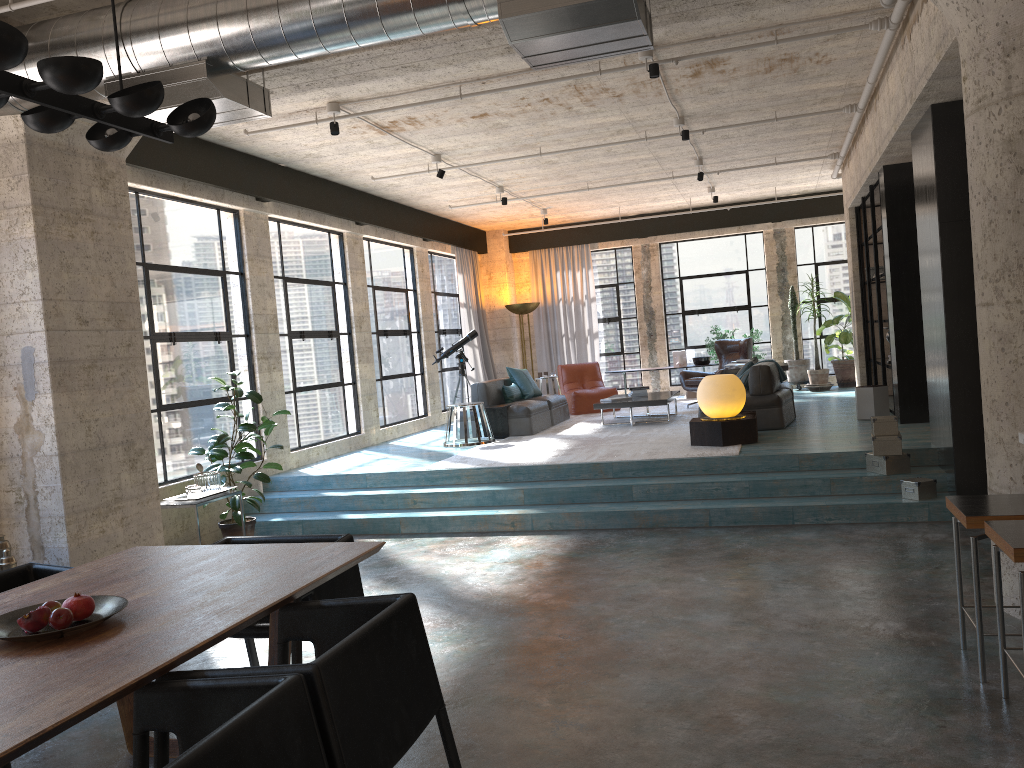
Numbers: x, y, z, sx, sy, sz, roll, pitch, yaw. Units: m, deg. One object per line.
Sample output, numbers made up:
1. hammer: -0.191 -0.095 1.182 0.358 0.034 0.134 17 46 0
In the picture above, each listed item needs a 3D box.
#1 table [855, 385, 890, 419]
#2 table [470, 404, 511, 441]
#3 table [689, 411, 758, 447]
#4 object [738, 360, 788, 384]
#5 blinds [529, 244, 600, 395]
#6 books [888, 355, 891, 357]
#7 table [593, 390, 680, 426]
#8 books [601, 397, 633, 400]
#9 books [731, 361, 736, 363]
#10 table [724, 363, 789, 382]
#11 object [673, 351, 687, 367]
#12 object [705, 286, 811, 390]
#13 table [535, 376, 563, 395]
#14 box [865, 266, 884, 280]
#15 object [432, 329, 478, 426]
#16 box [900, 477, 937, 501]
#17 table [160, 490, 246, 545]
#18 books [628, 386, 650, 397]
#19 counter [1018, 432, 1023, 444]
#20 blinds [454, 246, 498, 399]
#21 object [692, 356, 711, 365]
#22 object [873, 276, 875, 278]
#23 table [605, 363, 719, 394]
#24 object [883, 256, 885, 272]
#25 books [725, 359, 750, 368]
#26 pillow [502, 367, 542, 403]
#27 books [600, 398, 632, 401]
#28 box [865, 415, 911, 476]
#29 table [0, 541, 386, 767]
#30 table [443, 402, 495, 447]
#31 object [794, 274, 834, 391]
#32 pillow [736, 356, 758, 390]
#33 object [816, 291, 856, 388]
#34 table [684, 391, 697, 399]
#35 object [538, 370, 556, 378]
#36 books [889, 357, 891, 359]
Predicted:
1. table: 3.871 0.194 9.533 0.316 0.340 0.365 -7 3 -43
2. table: -0.250 0.471 10.898 0.420 0.390 0.413 -4 2 17
3. table: 2.094 0.433 8.719 0.616 0.230 1.044 -4 2 17
4. object: 2.718 -0.047 10.276 0.985 0.438 0.444 -3 3 43
5. blinds: 0.913 -1.121 15.766 1.187 2.986 0.404 -4 2 18
6. books: 4.721 -0.317 10.760 0.231 0.068 0.319 -5 2 8
7. table: 1.648 0.319 11.435 0.900 0.309 1.500 -4 2 17
8. books: 1.322 0.183 11.203 0.318 0.011 0.252 -6 3 -24
9. books: 3.104 -0.273 11.955 0.278 0.075 0.320 -4 2 21
10. table: 3.257 0.048 11.743 0.800 0.570 0.800 -4 2 17
11. object: 2.770 -0.413 14.666 0.214 0.259 0.154 -4 2 17
12. object: 4.030 -0.710 14.711 1.641 1.708 0.971 -5 2 -8
13. table: 0.539 0.200 13.130 0.549 0.603 0.549 -5 2 -4
14. box: 4.682 -1.414 11.313 0.306 0.157 0.312 -4 3 27
15. object: -0.775 -0.077 12.950 0.617 1.406 0.595 -4 2 18
16. box: 3.065 0.789 6.679 0.187 0.140 0.172 -6 2 -21
17. table: -2.499 1.186 7.073 0.450 0.563 0.600 -4 2 17
18. books: 1.674 0.094 11.652 0.279 0.116 0.322 -5 2 2
19. counter: 2.326 0.323 2.287 1.000 0.046 3.500 -4 2 17
20. blinds: -0.533 -0.976 15.051 0.384 2.985 1.131 -4 2 17
21. object: 3.151 -0.383 14.715 0.307 0.129 0.307 -6 3 -34
22. object: 4.600 -1.330 10.951 0.179 0.034 0.243 -5 2 -5
23. table: 2.571 -0.010 14.908 2.004 0.530 0.715 -4 2 15
24. object: 4.276 -1.345 9.945 0.200 0.200 0.409 -4 3 27
25. books: 2.959 -0.254 11.485 0.273 0.109 0.322 -6 3 -33
26. pillow: 0.073 -0.011 11.997 0.349 0.466 1.042 -4 3 27
27. books: 1.314 0.194 11.205 0.318 0.011 0.252 -6 3 -29
28. box: 2.972 0.480 7.037 0.280 0.441 0.331 -5 2 6
29. table: -1.471 1.174 2.867 1.299 0.756 2.410 -4 2 17
30. table: -0.523 0.466 10.435 0.620 0.472 0.620 -4 2 20
31. object: 4.772 -0.823 14.010 0.629 1.863 0.523 -5 2 -15
32. pillow: 2.674 -0.105 10.281 0.320 0.393 0.670 -4 3 23
33. object: 5.367 -0.720 14.222 0.817 1.543 0.921 -5 2 -14
34. table: 2.999 0.030 14.681 0.331 0.394 0.331 -6 3 -34
35. object: 0.522 -0.147 13.069 0.287 0.096 0.206 -6 3 -33
36. books: 4.635 -0.357 10.436 0.306 0.188 0.257 -6 2 -18
